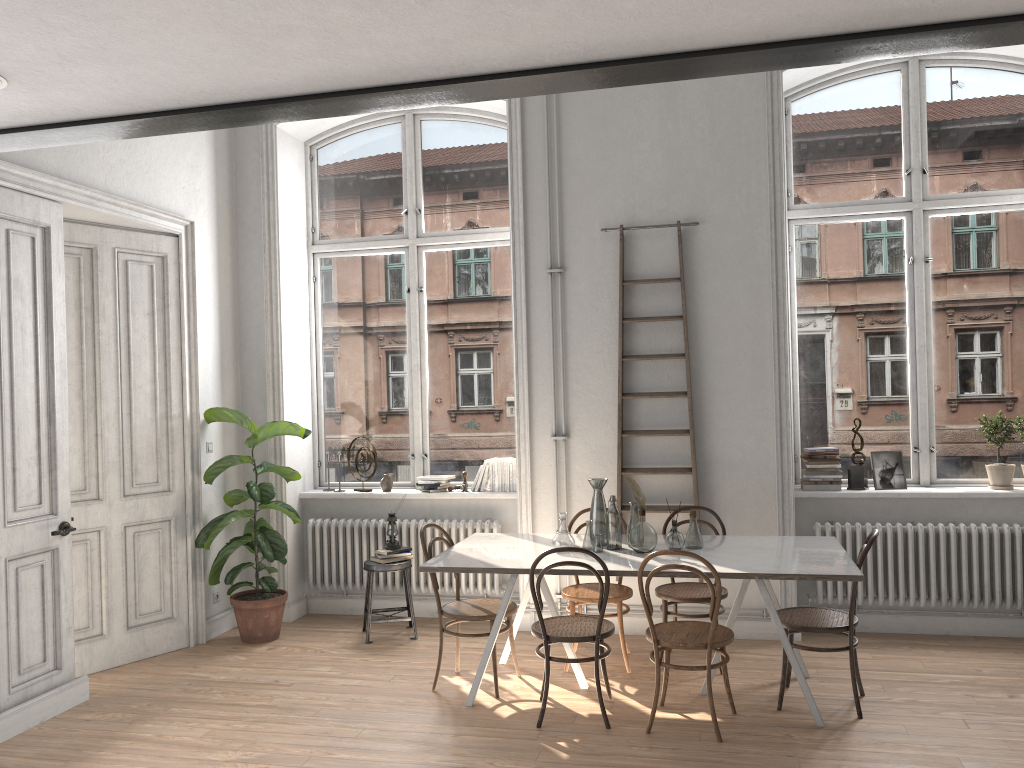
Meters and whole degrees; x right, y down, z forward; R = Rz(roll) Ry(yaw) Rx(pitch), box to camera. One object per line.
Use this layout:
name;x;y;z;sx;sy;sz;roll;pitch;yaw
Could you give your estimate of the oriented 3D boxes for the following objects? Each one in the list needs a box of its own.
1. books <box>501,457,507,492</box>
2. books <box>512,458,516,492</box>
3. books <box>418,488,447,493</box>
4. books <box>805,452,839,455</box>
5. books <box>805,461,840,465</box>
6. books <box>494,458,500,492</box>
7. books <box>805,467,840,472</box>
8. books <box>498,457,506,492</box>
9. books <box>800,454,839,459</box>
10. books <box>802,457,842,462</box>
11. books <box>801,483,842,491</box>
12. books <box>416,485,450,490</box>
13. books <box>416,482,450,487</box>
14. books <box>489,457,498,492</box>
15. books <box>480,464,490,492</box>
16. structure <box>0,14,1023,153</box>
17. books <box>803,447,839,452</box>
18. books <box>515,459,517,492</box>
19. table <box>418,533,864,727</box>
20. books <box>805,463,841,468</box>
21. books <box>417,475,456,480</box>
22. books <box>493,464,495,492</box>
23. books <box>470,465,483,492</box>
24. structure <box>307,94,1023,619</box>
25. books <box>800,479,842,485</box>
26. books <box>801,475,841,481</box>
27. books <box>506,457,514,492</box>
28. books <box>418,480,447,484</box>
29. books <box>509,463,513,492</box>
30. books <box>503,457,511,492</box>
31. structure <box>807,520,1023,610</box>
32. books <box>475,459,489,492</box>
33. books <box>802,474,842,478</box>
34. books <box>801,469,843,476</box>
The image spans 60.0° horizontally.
books;-0.051;0.678;6.656;0.019;0.244;0.174;-2;0;13
books;0.036;0.675;6.640;0.024;0.243;0.175;-2;0;13
books;-0.604;0.804;6.760;0.147;0.023;0.221;-1;-1;-28
books;2.134;0.474;6.108;0.205;0.020;0.155;-2;-1;13
books;2.136;0.538;6.107;0.205;0.022;0.155;-2;0;8
books;-0.097;0.679;6.640;0.024;0.243;0.175;-2;0;13
books;2.137;0.583;6.107;0.205;0.022;0.155;-2;-1;27
books;-0.074;0.678;6.644;0.019;0.244;0.174;-2;0;13
books;2.122;0.496;6.111;0.231;0.023;0.162;-2;-1;29
books;2.130;0.518;6.109;0.244;0.019;0.174;-2;-1;13
books;2.123;0.704;6.100;0.248;0.043;0.192;-2;0;13
books;-0.599;0.782;6.755;0.205;0.022;0.155;-2;-1;33
books;-0.598;0.760;6.753;0.221;0.023;0.147;-2;-1;29
books;-0.137;0.680;6.681;0.024;0.243;0.175;-2;0;13
books;-0.187;0.701;6.672;0.072;0.203;0.155;-2;0;13
structure;-0.589;-1.352;0.310;5.927;1.213;4.158;-2;0;13
books;2.131;0.453;6.118;0.201;0.024;0.159;-2;0;3
books;0.056;0.675;6.615;0.024;0.243;0.175;-2;0;13
table;0.715;1.317;4.936;2.200;0.780;1.100;-2;0;13
books;2.141;0.560;6.112;0.222;0.024;0.158;-2;-1;13
books;-0.576;0.713;6.756;0.244;0.019;0.174;-2;-1;23
books;-0.116;0.698;6.655;0.020;0.205;0.155;-2;0;13
books;-0.249;0.706;6.690;0.105;0.194;0.155;-2;0;12
structure;0.897;-0.523;6.157;5.182;4.474;0.340;-2;0;13
books;2.123;0.671;6.099;0.249;0.023;0.175;-2;-1;9
books;2.123;0.648;6.099;0.249;0.023;0.175;-2;-1;14
books;-0.013;0.676;6.629;0.019;0.244;0.174;-2;0;13
books;-0.599;0.739;6.741;0.205;0.020;0.155;-2;0;3
books;0.010;0.695;6.625;0.020;0.205;0.155;-2;0;13
books;-0.029;0.677;6.656;0.024;0.243;0.175;-2;0;13
structure;2.755;1.178;5.804;1.577;0.552;0.194;-2;0;13
books;-0.213;0.685;6.677;0.100;0.235;0.174;-2;0;13
books;2.136;0.629;6.111;0.255;0.014;0.192;-2;-1;16
books;2.134;0.608;6.113;0.245;0.028;0.193;-2;0;8
